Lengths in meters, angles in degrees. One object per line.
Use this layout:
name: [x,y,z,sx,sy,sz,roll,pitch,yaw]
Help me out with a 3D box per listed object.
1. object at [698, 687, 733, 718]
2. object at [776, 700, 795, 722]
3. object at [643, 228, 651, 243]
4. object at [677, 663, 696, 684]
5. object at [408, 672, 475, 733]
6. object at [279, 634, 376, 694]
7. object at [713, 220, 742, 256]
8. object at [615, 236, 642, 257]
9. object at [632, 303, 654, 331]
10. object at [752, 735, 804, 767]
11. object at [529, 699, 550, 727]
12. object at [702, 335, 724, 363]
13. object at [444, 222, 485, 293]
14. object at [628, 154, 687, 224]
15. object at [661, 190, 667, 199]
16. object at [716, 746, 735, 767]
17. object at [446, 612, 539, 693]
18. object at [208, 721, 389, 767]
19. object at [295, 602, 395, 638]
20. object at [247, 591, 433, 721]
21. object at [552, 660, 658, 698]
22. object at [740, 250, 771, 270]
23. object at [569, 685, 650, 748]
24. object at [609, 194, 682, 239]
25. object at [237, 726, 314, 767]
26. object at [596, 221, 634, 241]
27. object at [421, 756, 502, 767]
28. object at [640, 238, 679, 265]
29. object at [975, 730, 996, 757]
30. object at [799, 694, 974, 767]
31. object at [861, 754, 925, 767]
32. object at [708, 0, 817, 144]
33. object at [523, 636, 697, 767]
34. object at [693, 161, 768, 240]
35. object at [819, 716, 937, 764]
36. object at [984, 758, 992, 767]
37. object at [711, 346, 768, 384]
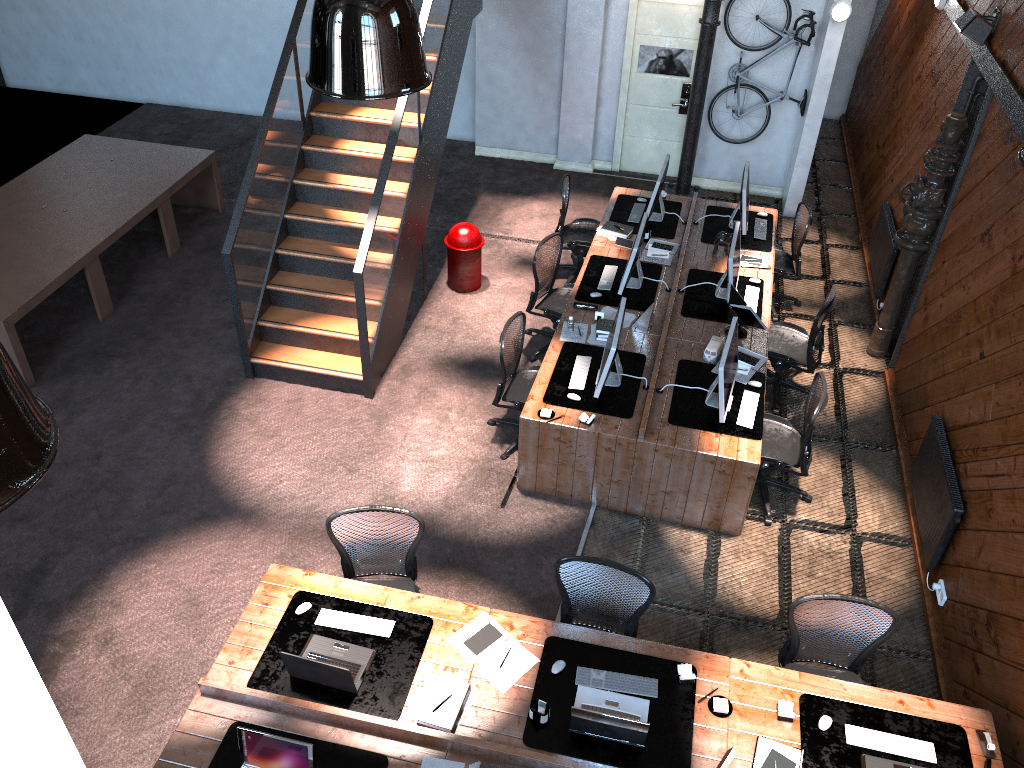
object: [1.093,1.691,4.689,0.158,0.026,0.154,-22,44,-28]
object: [1.438,1.709,4.654,0.082,0.063,0.106,8,38,7]
object: [1.314,-1.469,8.705,0.078,0.138,0.099,21,41,22]
object: [0.943,1.563,4.806,0.082,0.063,0.106,-2,38,-5]
object: [-0.368,1.643,4.649,0.325,0.065,0.363,19,41,21]
object: [-0.970,1.425,4.715,0.390,0.283,0.323,11,39,11]
object: [2.060,-1.410,8.484,0.229,0.351,0.135,8,38,8]
object: [1.152,-1.334,8.557,0.129,0.083,0.347,-24,45,-30]
object: [1.108,-0.607,7.422,0.165,0.320,0.178,15,40,16]
object: [1.316,1.903,4.403,0.229,0.060,0.316,15,39,15]
object: [0.142,1.691,4.564,0.099,0.138,0.078,17,40,19]
object: [1.639,-0.283,7.216,0.128,0.146,0.253,18,41,20]
object: [-0.490,-1.329,9.169,0.414,0.707,0.414,-19,43,-25]
object: [1.426,-1.952,8.993,0.586,0.581,0.692,-17,42,-23]
object: [1.594,-2.029,9.494,0.106,0.063,0.082,-9,39,-14]
object: [0.983,1.904,4.362,0.347,0.083,0.129,-17,42,-23]
object: [-0.107,1.475,4.914,0.304,0.017,0.467,-30,48,-34]
object: [-1.090,1.991,4.213,0.848,0.008,0.687,9,38,9]
object: [-0.953,1.341,5.032,0.577,0.040,0.139,10,38,9]
object: [-0.927,1.478,4.883,0.848,0.008,0.687,9,38,9]
object: [0.498,1.591,4.778,0.577,0.040,0.139,9,38,9]
object: [2.295,-1.183,8.439,0.316,0.060,0.229,5,38,4]
object: [0.507,1.621,4.488,0.380,0.288,0.320,9,38,9]
object: [1.375,-1.737,9.151,0.687,0.008,0.848,10,38,10]
object: [-1.148,1.849,4.113,0.380,0.288,0.320,9,38,9]
object: [1.012,-1.537,8.826,0.363,0.065,0.325,27,44,28]
object: [-0.229,1.928,4.261,0.478,0.098,0.319,8,38,8]
object: [1.423,-1.280,8.542,0.304,0.017,0.467,14,39,15]
object: [2.437,1.830,4.546,0.054,0.064,0.159,5,38,4]
object: [1.882,1.928,4.438,0.848,0.008,0.687,9,38,9]
object: [1.922,1.895,4.248,0.390,0.283,0.323,9,38,9]
object: [2.932,-3.619,10.234,1.022,1.846,0.655,-6,38,-10]
object: [0.533,1.688,4.683,0.848,0.008,0.687,9,38,9]
object: [2.355,-1.807,8.846,0.799,0.576,0.648,-19,42,-25]
object: [1.868,1.823,4.545,0.577,0.040,0.139,11,39,12]
object: [2.374,1.931,4.429,0.022,0.042,0.134,19,41,21]
object: [1.830,-0.164,7.119,0.304,0.017,0.467,25,43,27]
